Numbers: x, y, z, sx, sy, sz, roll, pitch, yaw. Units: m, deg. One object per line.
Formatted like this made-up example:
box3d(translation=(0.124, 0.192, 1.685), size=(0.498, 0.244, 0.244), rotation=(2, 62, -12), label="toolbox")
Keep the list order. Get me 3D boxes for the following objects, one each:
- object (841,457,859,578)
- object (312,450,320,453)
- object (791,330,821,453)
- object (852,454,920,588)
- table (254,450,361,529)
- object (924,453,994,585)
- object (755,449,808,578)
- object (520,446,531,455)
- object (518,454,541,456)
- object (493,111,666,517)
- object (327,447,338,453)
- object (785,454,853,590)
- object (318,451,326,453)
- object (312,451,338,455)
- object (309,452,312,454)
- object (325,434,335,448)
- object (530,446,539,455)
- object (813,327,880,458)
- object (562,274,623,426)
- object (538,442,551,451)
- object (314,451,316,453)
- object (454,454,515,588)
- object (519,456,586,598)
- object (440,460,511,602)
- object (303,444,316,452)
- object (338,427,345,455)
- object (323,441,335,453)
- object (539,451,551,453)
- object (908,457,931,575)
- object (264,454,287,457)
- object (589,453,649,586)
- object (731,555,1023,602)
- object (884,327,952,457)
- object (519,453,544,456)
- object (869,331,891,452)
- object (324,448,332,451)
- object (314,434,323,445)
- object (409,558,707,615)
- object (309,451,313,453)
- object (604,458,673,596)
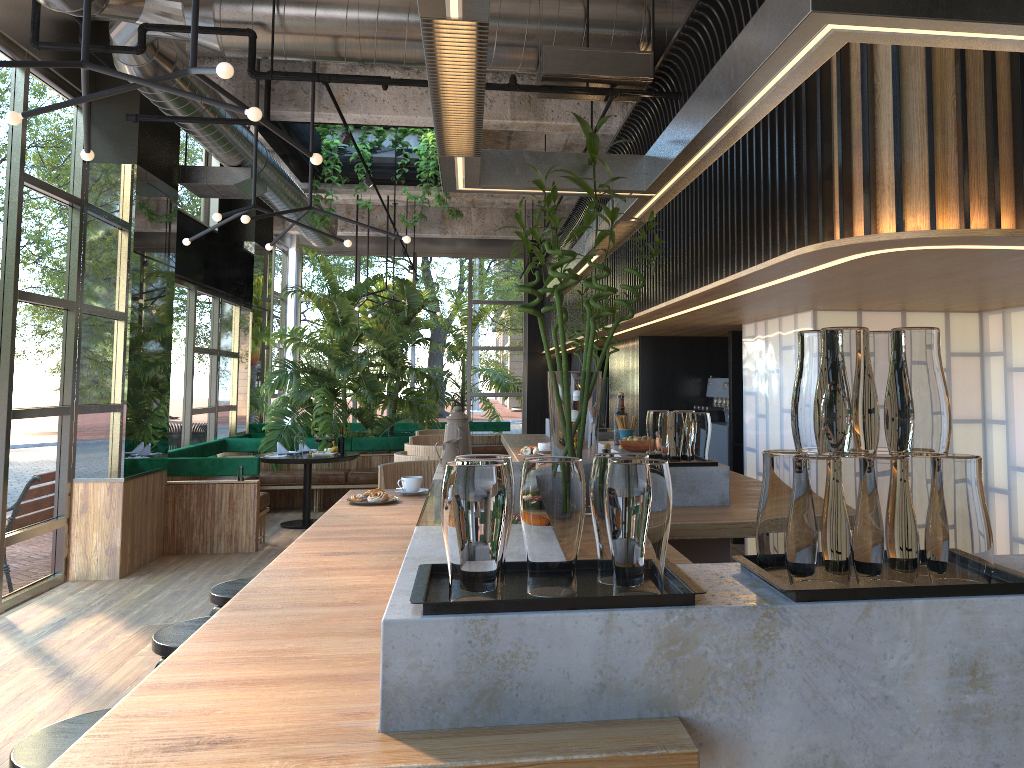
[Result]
box3d(translation=(0.592, 0.221, 1.546), size=(0.109, 0.210, 0.101), rotation=(2, -4, -20), label="object")
box3d(translation=(-2.152, 0.744, 9.726), size=(0.098, 0.028, 0.128), rotation=(0, 0, 10), label="object")
box3d(translation=(0.539, 0.012, 1.547), size=(0.109, 0.210, 0.101), rotation=(2, -4, -20), label="object")
box3d(translation=(0.605, 0.221, 1.440), size=(0.109, 0.210, 0.101), rotation=(2, -4, -20), label="object")
box3d(translation=(-2.201, 1.135, 9.541), size=(1.149, 0.754, 1.047), rotation=(1, -2, -36), label="table")
box3d(translation=(0.728, 0.221, 1.450), size=(0.109, 0.210, 0.101), rotation=(2, -4, -20), label="object")
box3d(translation=(0.476, 0.221, 1.542), size=(0.107, 0.210, 0.103), rotation=(1, -4, -11), label="object")
box3d(translation=(0.089, 0.436, 5.831), size=(0.062, 0.059, 0.072), rotation=(1, -2, -14), label="object")
box3d(translation=(0.125, 0.463, 5.841), size=(0.117, 0.005, 0.125), rotation=(0, 0, 34), label="object")
box3d(translation=(0.249, -0.303, 3.314), size=(0.675, 1.556, 0.580), rotation=(0, -4, 0), label="object")
box3d(translation=(-1.942, 0.707, 9.613), size=(0.099, 0.064, 0.162), rotation=(1, -1, -34), label="object")
box3d(translation=(0.495, 0.221, 1.434), size=(0.107, 0.210, 0.103), rotation=(1, -4, -11), label="object")
box3d(translation=(-2.047, 0.733, 9.598), size=(0.102, 0.013, 0.220), rotation=(0, 0, 1), label="object")
box3d(translation=(-1.991, 0.749, 9.609), size=(0.238, 0.019, 0.354), rotation=(0, 0, 6), label="object")
box3d(translation=(-2.183, 0.749, 9.630), size=(0.033, 0.019, 0.038), rotation=(0, -1, 7), label="object")
box3d(translation=(-2.021, 0.658, 9.839), size=(0.105, 0.202, 0.099), rotation=(1, -4, -16), label="object")
box3d(translation=(0.141, 0.436, 5.853), size=(0.073, 0.060, 0.125), rotation=(1, -1, -36), label="object")
box3d(translation=(0.548, 0.012, 1.458), size=(0.109, 0.210, 0.101), rotation=(2, -4, -20), label="object")
box3d(translation=(0.685, -0.311, 7.450), size=(0.644, 1.556, 0.607), rotation=(-2, -5, 33), label="object")
box3d(translation=(0.245, 0.430, 6.051), size=(0.137, 0.064, 0.107), rotation=(0, -1, -26), label="object")
box3d(translation=(-2.143, 0.743, 9.664), size=(0.033, 0.032, 0.037), rotation=(0, -2, -7), label="object")
box3d(translation=(-0.048, 0.223, 1.441), size=(0.104, 0.210, 0.106), rotation=(0, -4, 10), label="object")
box3d(translation=(0.063, 0.223, 1.398), size=(0.104, 0.210, 0.106), rotation=(0, -4, 10), label="object")
box3d(translation=(-0.055, 0.223, 1.333), size=(0.104, 0.210, 0.106), rotation=(0, -4, 10), label="object")
box3d(translation=(-2.300, 0.694, 9.921), size=(0.241, 0.139, 0.224), rotation=(1, -1, -21), label="object")
box3d(translation=(-1.828, 0.609, 9.505), size=(0.067, 0.300, 0.069), rotation=(0, -4, 11), label="object")
box3d(translation=(-1.966, 0.678, 9.522), size=(0.144, 0.124, 0.096), rotation=(1, -3, -24), label="object")
box3d(translation=(0.223, 0.458, 6.048), size=(0.163, 0.020, 0.157), rotation=(0, 0, -9), label="object")
box3d(translation=(0.711, 0.221, 1.564), size=(0.109, 0.210, 0.101), rotation=(2, -4, -20), label="object")
box3d(translation=(-2.456, 0.750, 9.318), size=(0.258, 0.019, 0.155), rotation=(0, 0, -6), label="object")
box3d(translation=(0.181, 0.223, 1.477), size=(0.107, 0.210, 0.103), rotation=(1, -4, -11), label="object")
box3d(translation=(0.617, 0.318, 1.494), size=(0.442, 0.019, 0.269), rotation=(0, 0, -7), label="object")
box3d(translation=(0.667, 0.012, 1.463), size=(0.109, 0.210, 0.101), rotation=(2, -4, -20), label="object")
box3d(translation=(0.125, 0.465, 5.845), size=(0.166, 0.005, 0.168), rotation=(0, 0, 7), label="object")
box3d(translation=(0.656, 0.012, 1.573), size=(0.109, 0.210, 0.101), rotation=(2, -4, -20), label="object")
box3d(translation=(-1.976, 0.720, 9.709), size=(0.194, 0.038, 0.063), rotation=(0, -1, 28), label="object")
box3d(translation=(-2.153, 0.658, 9.863), size=(0.105, 0.202, 0.099), rotation=(1, -4, -16), label="object")
box3d(translation=(0.066, 0.318, 1.418), size=(0.442, 0.019, 0.269), rotation=(0, 0, -7), label="object")
box3d(translation=(-2.206, 0.746, 9.746), size=(0.024, 0.025, 0.046), rotation=(0, -1, 14), label="object")
box3d(translation=(0.194, 0.223, 1.365), size=(0.107, 0.210, 0.103), rotation=(1, -4, -11), label="object")
